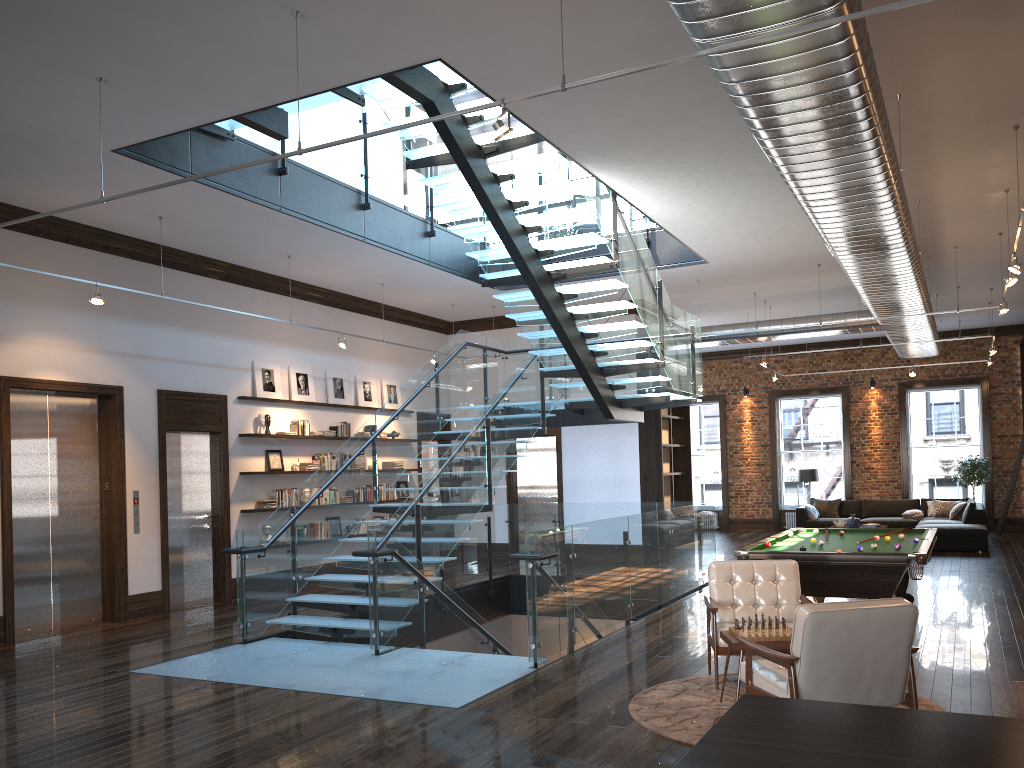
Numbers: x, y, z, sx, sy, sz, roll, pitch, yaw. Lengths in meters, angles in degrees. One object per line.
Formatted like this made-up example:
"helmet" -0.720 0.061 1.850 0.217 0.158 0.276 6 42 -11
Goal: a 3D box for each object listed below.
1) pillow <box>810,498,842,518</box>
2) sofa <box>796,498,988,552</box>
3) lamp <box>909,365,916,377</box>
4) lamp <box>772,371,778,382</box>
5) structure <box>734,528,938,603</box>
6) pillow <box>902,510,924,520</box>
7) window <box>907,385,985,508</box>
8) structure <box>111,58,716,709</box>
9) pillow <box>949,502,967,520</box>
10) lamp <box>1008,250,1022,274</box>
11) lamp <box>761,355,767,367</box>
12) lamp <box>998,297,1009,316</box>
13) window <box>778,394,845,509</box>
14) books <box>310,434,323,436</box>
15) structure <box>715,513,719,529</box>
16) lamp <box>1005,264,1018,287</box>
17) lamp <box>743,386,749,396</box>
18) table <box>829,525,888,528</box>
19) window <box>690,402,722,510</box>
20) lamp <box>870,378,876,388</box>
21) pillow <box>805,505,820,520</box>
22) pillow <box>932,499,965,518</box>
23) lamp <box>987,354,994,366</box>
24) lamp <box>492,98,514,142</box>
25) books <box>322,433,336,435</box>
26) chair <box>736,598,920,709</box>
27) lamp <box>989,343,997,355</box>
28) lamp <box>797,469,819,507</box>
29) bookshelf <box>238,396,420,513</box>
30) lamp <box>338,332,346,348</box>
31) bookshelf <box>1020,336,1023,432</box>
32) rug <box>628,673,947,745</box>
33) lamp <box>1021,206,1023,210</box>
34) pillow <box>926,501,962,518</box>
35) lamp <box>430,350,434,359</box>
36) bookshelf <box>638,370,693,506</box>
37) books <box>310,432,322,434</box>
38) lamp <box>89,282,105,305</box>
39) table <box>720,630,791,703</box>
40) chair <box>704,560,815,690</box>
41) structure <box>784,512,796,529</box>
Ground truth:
"pillow" 6.655 2.641 18.906 0.702 0.438 0.305 -4 -3 27
"sofa" 7.205 2.679 17.174 3.507 0.802 3.458 -4 -6 27
"lamp" 8.341 -0.272 18.474 0.113 0.229 0.114 -2 -2 -4
"lamp" 5.553 -0.167 18.711 0.113 0.229 0.114 -1 -2 -22
"structure" 3.289 1.927 8.685 1.555 0.849 2.963 -4 -6 27
"pillow" 8.089 2.640 17.893 0.410 0.203 0.612 -4 -6 25
"window" 9.716 1.443 19.882 1.522 2.746 0.155 -3 -1 27
"structure" -0.255 0.806 9.850 3.581 14.461 7.052 -2 -2 27
"pillow" 8.615 2.460 17.131 0.314 0.354 0.630 -3 -5 27
"lamp" 4.814 -1.166 8.495 0.114 0.229 0.114 0 -2 -34
"lamp" 4.523 -0.414 15.938 0.113 0.229 0.114 0 -2 -42
"lamp" 6.058 -0.959 10.926 0.114 0.229 0.114 -3 -2 41
"window" 7.172 1.648 21.189 1.522 2.746 0.155 -3 -1 27
"books" -2.910 0.753 13.035 0.156 0.015 0.211 -5 -6 27
"structure" 4.550 3.427 22.222 1.304 0.394 0.216 -4 -3 27
"lamp" 5.117 -1.115 9.088 0.114 0.229 0.114 -2 -2 6
"lamp" 5.668 0.183 21.511 0.126 0.236 0.155 -3 -2 27
"table" 6.585 2.897 16.892 1.002 0.344 1.003 -4 -6 27
"window" 4.630 1.853 22.494 1.522 2.746 0.155 -3 -1 27
"lamp" 8.215 -0.022 20.203 0.126 0.236 0.155 -3 -2 27
"pillow" 6.326 2.700 18.640 0.244 0.304 0.575 -3 -5 28
"pillow" 8.677 2.474 17.624 0.613 0.360 0.288 -4 -4 31
"lamp" 9.109 -0.453 16.885 0.114 0.229 0.114 -1 -2 -24
"lamp" -0.045 -1.400 4.721 0.113 0.229 0.114 -2 -2 16
"books" -2.782 0.752 13.292 0.141 0.011 0.287 -5 -7 29
"chair" 1.724 1.587 4.882 0.768 0.863 0.744 -1 -3 -13
"lamp" 8.192 -0.605 15.100 0.113 0.229 0.114 -2 -2 3
"lamp" 6.257 2.561 19.001 0.419 1.463 0.689 -1 -2 -33
"bookshelf" -2.603 1.338 13.557 0.200 2.049 4.085 -2 -4 27
"lamp" -2.323 -0.596 12.103 0.114 0.229 0.114 -1 -2 -19
"bookshelf" 9.460 0.845 15.450 0.601 3.988 7.425 -2 -4 27
"rug" 1.743 2.090 5.717 1.974 0.015 1.975 -5 -7 29
"lamp" 3.772 -1.337 6.472 0.114 0.229 0.114 -2 -2 1
"pillow" 8.694 2.518 17.817 0.704 0.337 0.270 -4 -4 28
"lamp" -1.271 -0.422 14.153 0.113 0.229 0.114 -1 -2 -17
"bookshelf" 2.732 1.307 15.665 0.401 3.508 1.784 -2 -2 27
"books" -2.912 0.724 13.035 0.125 0.014 0.214 -5 -6 27
"lamp" -4.073 -0.884 8.700 0.114 0.229 0.114 -2 -2 6
"table" 1.617 1.850 5.648 0.516 0.493 0.464 -2 -3 2
"chair" 1.806 1.741 6.443 0.768 0.863 0.744 -2 -3 7
"structure" 7.090 3.222 20.917 1.304 0.394 0.216 -4 -3 27
